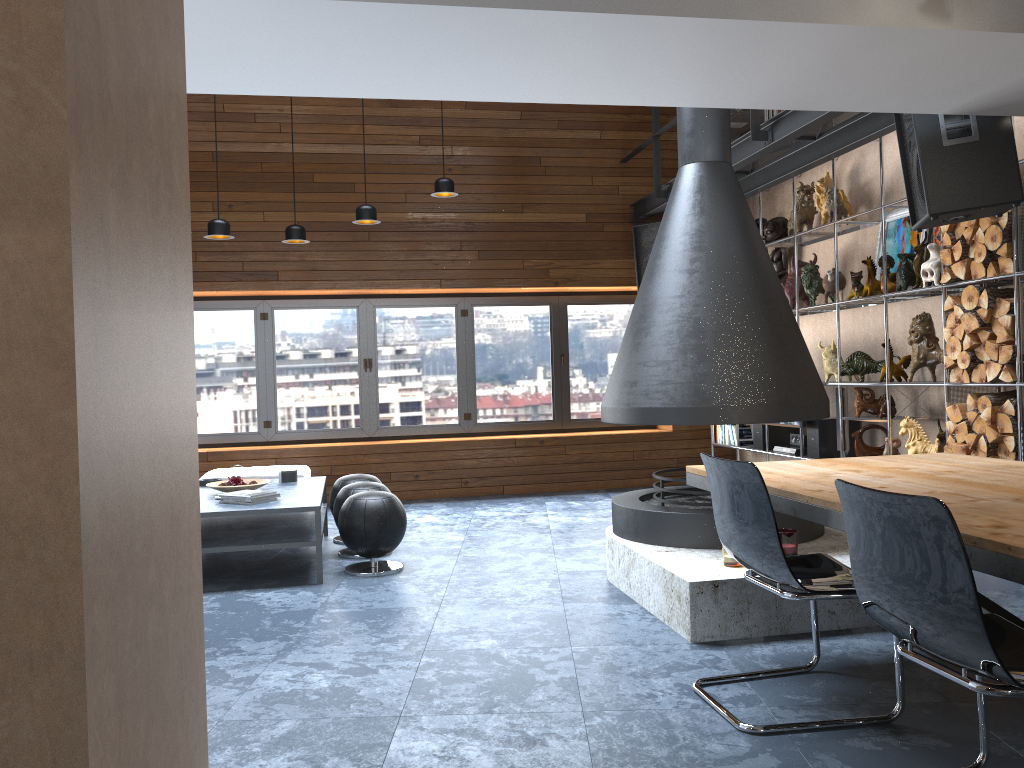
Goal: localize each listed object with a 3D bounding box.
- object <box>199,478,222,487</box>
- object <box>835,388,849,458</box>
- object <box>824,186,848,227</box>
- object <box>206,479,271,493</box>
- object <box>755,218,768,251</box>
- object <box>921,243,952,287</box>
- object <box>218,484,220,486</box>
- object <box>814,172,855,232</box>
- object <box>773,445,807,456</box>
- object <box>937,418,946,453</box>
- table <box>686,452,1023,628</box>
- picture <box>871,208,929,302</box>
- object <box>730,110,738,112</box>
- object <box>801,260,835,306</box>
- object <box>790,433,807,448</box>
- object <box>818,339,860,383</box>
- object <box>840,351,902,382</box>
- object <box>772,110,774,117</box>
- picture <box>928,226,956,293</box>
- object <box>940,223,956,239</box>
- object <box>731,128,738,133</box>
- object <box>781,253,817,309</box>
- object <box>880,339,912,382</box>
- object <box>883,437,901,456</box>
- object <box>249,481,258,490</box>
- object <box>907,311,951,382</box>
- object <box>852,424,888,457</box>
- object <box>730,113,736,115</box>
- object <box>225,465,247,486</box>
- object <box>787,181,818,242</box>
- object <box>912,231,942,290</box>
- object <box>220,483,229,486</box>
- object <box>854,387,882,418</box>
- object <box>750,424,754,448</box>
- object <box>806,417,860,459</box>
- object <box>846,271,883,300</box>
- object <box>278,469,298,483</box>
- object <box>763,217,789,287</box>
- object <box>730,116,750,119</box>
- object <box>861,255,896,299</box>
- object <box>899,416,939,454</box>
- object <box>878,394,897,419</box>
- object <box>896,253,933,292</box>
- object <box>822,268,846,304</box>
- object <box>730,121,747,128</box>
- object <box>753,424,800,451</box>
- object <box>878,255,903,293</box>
[{"bbox_3d":[-2.070,0.676,6.095,0.160,0.040,0.160,-2,0,-33],"label":"object"},{"bbox_3d":[2.419,0.294,6.460,0.112,0.533,0.112,-2,0,-11],"label":"object"},{"bbox_3d":[2.340,-1.285,6.376,0.208,0.280,0.131,-2,0,-29],"label":"object"},{"bbox_3d":[-1.738,0.658,5.642,0.395,0.061,0.395,-2,0,-18],"label":"object"},{"bbox_3d":[2.156,-1.026,7.818,0.244,0.879,0.244,-2,0,18],"label":"object"},{"bbox_3d":[2.614,-0.719,5.311,0.314,0.280,0.151,-2,0,-12],"label":"object"},{"bbox_3d":[-1.848,0.650,5.632,0.042,0.042,0.044,-2,0,-11],"label":"object"},{"bbox_3d":[2.424,-1.382,6.657,0.215,0.458,0.328,-2,0,-6],"label":"object"},{"bbox_3d":[2.331,0.532,7.124,0.325,0.058,0.360,-2,0,-11],"label":"object"},{"bbox_3d":[2.629,0.385,5.318,0.198,0.358,0.116,-2,0,-18],"label":"object"},{"bbox_3d":[1.854,0.577,0.774,1.185,0.927,5.999,-2,0,-11],"label":"table"},{"bbox_3d":[2.642,-0.896,6.039,0.136,0.625,0.544,-2,0,-11],"label":"picture"},{"bbox_3d":[1.975,-2.548,8.361,0.246,0.016,0.182,-2,0,-11],"label":"object"},{"bbox_3d":[2.309,-0.755,6.676,0.255,0.356,0.167,-2,0,8],"label":"object"},{"bbox_3d":[2.323,0.453,7.123,0.080,0.101,0.223,-2,0,-11],"label":"object"},{"bbox_3d":[2.383,-0.168,6.454,0.325,0.310,0.154,-2,0,-26],"label":"object"},{"bbox_3d":[2.476,-0.122,6.115,0.403,0.221,0.192,-2,0,26],"label":"object"},{"bbox_3d":[2.168,-2.204,7.213,0.111,0.175,0.011,-2,0,-11],"label":"object"},{"bbox_3d":[2.771,-1.016,5.487,0.090,0.863,0.529,-2,0,-11],"label":"picture"},{"bbox_3d":[2.636,-0.892,5.102,0.308,0.120,0.097,-2,0,-6],"label":"object"},{"bbox_3d":[1.983,-2.380,8.360,0.234,0.025,0.176,-2,0,-11],"label":"object"},{"bbox_3d":[2.247,-0.799,7.078,0.219,0.440,0.462,-2,0,-11],"label":"object"},{"bbox_3d":[2.546,-0.155,5.864,0.290,0.290,0.097,-2,0,-31],"label":"object"},{"bbox_3d":[2.518,0.455,5.877,0.119,0.220,0.212,-2,0,23],"label":"object"},{"bbox_3d":[-1.636,0.642,5.615,0.061,0.061,0.063,-2,0,-11],"label":"object"},{"bbox_3d":[2.617,-0.233,5.454,0.210,0.451,0.405,-2,0,-19],"label":"object"},{"bbox_3d":[2.475,0.423,6.110,0.249,0.290,0.114,-2,0,15],"label":"object"},{"bbox_3d":[2.050,-2.438,8.088,0.228,0.016,0.182,-2,0,-11],"label":"object"},{"bbox_3d":[-1.760,0.598,5.647,0.105,0.172,0.118,-2,0,42],"label":"object"},{"bbox_3d":[2.303,-1.375,7.092,0.207,0.442,0.328,-2,0,-18],"label":"object"},{"bbox_3d":[2.572,-0.759,5.473,0.198,0.358,0.116,-2,0,-3],"label":"object"},{"bbox_3d":[-1.809,0.648,5.563,0.064,0.062,0.061,-2,0,20],"label":"object"},{"bbox_3d":[2.485,0.126,6.142,0.217,0.214,0.108,-2,0,14],"label":"object"},{"bbox_3d":[2.165,0.293,7.807,0.112,0.533,0.112,-2,0,-11],"label":"object"},{"bbox_3d":[2.429,0.410,6.700,0.343,0.303,0.175,-2,0,-11],"label":"object"},{"bbox_3d":[2.479,-0.684,6.169,0.272,0.207,0.137,-2,0,-7],"label":"object"},{"bbox_3d":[-1.557,0.639,6.160,0.126,0.081,0.126,-2,0,-38],"label":"object"},{"bbox_3d":[2.227,-1.004,7.559,0.305,0.840,0.237,-2,0,-9],"label":"object"},{"bbox_3d":[2.043,-2.406,8.102,0.262,0.025,0.176,-2,0,-11],"label":"object"},{"bbox_3d":[2.500,-0.722,5.998,0.290,0.290,0.097,-2,0,-12],"label":"object"},{"bbox_3d":[2.607,0.381,5.532,0.375,0.363,0.170,-1,0,45],"label":"object"},{"bbox_3d":[2.506,0.147,5.917,0.105,0.168,0.210,-2,0,29],"label":"object"},{"bbox_3d":[2.569,-0.707,5.631,0.253,0.249,0.126,-2,0,-6],"label":"object"},{"bbox_3d":[2.343,-0.711,6.445,0.164,0.266,0.237,-2,0,6],"label":"object"},{"bbox_3d":[2.031,-2.373,8.106,0.201,0.012,0.161,-2,0,-11],"label":"object"},{"bbox_3d":[2.261,0.409,7.588,0.343,0.303,0.175,-2,0,-11],"label":"object"},{"bbox_3d":[2.511,-0.716,5.829,0.227,0.270,0.123,-2,0,-11],"label":"object"}]
